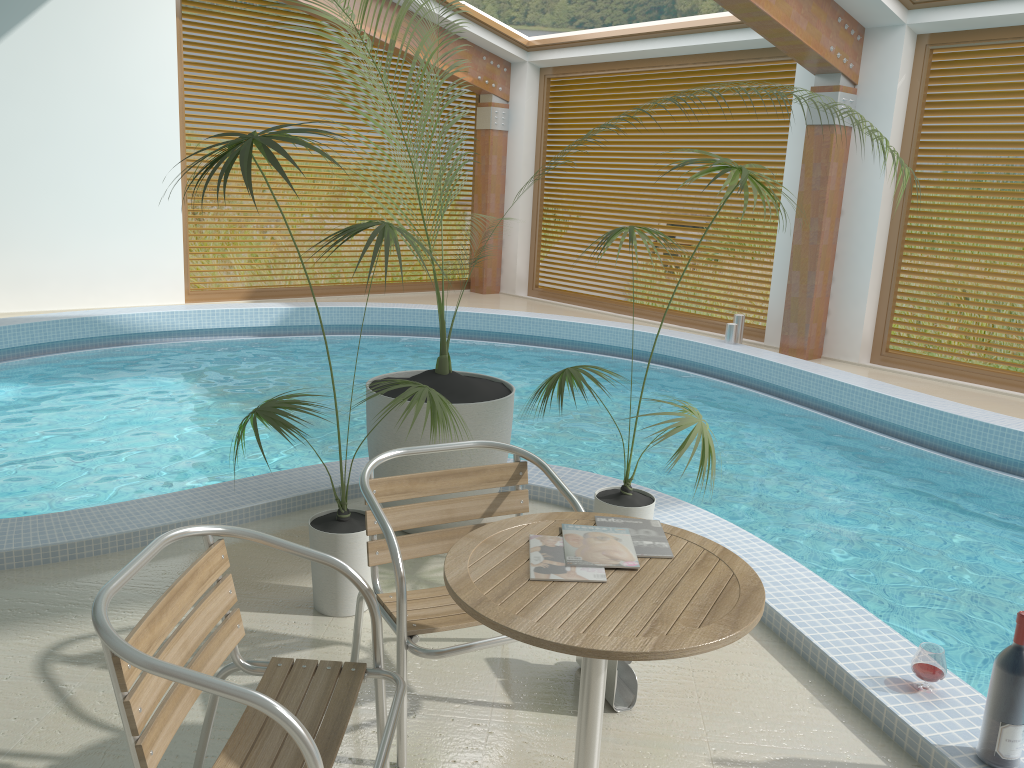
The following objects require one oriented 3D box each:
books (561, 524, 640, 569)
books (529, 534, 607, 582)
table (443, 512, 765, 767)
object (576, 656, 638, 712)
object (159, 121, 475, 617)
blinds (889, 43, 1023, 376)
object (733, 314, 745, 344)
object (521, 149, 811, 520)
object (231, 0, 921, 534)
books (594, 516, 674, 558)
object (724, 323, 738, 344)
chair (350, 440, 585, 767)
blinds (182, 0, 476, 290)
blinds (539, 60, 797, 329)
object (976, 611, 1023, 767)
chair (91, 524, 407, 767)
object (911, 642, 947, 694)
[{"bbox_3d":[0.203,0.378,2.076,0.166,0.004,0.241,3,13,0],"label":"books"},{"bbox_3d":[0.122,0.394,2.009,0.166,0.004,0.241,3,13,0],"label":"books"},{"bbox_3d":[0.181,0.761,2.044,0.700,0.720,0.700,-2,14,-21],"label":"table"},{"bbox_3d":[0.299,0.852,2.784,0.081,0.223,0.272,-2,14,-20],"label":"object"},{"bbox_3d":[-0.625,-0.001,2.999,1.059,1.695,0.791,2,13,-5],"label":"object"},{"bbox_3d":[5.025,-1.270,6.998,0.095,2.921,4.200,-8,17,-40],"label":"blinds"},{"bbox_3d":[2.337,-0.556,9.172,0.115,0.320,0.115,5,13,8],"label":"object"},{"bbox_3d":[0.569,-0.054,3.502,1.059,1.695,0.791,12,16,35],"label":"object"},{"bbox_3d":[-0.128,-0.775,3.631,2.979,2.960,2.729,-3,14,-23],"label":"object"},{"bbox_3d":[0.292,0.370,2.152,0.166,0.004,0.241,3,13,0],"label":"books"},{"bbox_3d":[2.183,-0.507,8.826,0.115,0.204,0.115,3,13,-1],"label":"object"},{"bbox_3d":[-0.121,0.601,2.628,0.618,0.727,0.563,-4,15,-28],"label":"chair"},{"bbox_3d":[-2.209,-3.186,11.183,4.500,4.025,0.099,-8,17,-40],"label":"blinds"},{"bbox_3d":[1.770,-2.291,10.698,0.095,2.921,4.200,-8,17,-40],"label":"blinds"},{"bbox_3d":[1.331,0.811,2.364,0.109,0.435,0.109,2,13,-6],"label":"object"},{"bbox_3d":[-0.541,0.738,1.932,0.563,0.727,0.618,3,13,1],"label":"chair"},{"bbox_3d":[1.288,0.877,2.740,0.102,0.137,0.102,-5,15,-31],"label":"object"}]
